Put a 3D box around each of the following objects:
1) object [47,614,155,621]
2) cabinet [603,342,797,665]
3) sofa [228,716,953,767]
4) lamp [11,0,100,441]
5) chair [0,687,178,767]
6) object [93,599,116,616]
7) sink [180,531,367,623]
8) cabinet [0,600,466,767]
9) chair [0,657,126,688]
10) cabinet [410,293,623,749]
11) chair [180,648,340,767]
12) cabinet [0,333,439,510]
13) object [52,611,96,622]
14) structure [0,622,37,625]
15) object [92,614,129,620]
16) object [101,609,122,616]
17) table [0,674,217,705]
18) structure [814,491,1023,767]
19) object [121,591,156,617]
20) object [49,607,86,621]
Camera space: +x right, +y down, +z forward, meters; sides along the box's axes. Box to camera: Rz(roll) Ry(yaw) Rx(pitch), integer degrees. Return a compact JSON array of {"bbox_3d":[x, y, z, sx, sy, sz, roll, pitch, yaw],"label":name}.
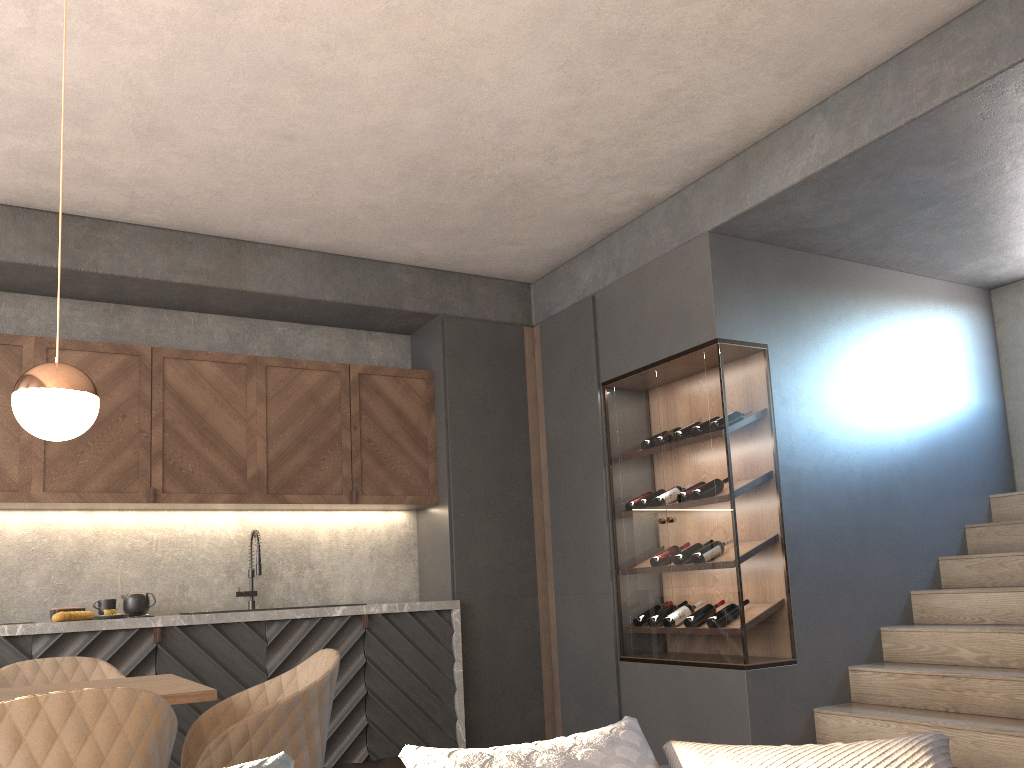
[{"bbox_3d":[-2.127,1.201,4.539,0.491,0.039,0.288,6,-16,-34],"label":"object"},{"bbox_3d":[0.976,0.688,4.826,0.337,1.563,1.012,2,-11,-30],"label":"cabinet"},{"bbox_3d":[0.492,0.700,0.487,2.028,0.773,2.951,4,-15,-30],"label":"sofa"},{"bbox_3d":[-1.420,-0.581,2.780,0.240,1.523,0.240,-9,-10,35],"label":"lamp"},{"bbox_3d":[-1.044,1.105,2.001,0.557,0.825,0.516,4,-12,-35],"label":"chair"},{"bbox_3d":[-2.151,1.192,4.678,0.090,0.102,0.114,-3,-11,2],"label":"object"},{"bbox_3d":[-1.379,1.101,5.084,0.964,0.539,0.467,4,-12,-30],"label":"sink"},{"bbox_3d":[-1.907,1.700,4.624,3.399,0.937,0.608,5,-12,-30],"label":"cabinet"},{"bbox_3d":[-1.554,1.364,2.997,0.556,0.825,0.517,3,-11,-30],"label":"chair"},{"bbox_3d":[0.184,0.917,5.627,1.189,2.717,1.218,2,-10,-30],"label":"cabinet"},{"bbox_3d":[-0.801,1.269,2.755,0.511,0.825,0.563,2,-11,-25],"label":"chair"},{"bbox_3d":[-2.040,0.255,4.935,3.399,0.854,0.374,5,-11,-30],"label":"cabinet"},{"bbox_3d":[-2.213,1.178,4.476,0.071,0.054,0.306,-5,-13,10],"label":"object"},{"bbox_3d":[-2.659,1.185,4.290,0.611,0.017,0.511,5,-15,-29],"label":"structure"},{"bbox_3d":[-2.059,1.197,4.532,0.170,0.020,0.173,-2,-13,-4],"label":"object"},{"bbox_3d":[-2.060,1.179,4.534,0.120,0.045,0.118,3,-14,-24],"label":"object"},{"bbox_3d":[-1.610,1.241,2.317,1.469,0.758,0.779,4,-13,-30],"label":"table"},{"bbox_3d":[2.585,1.140,4.207,2.264,1.403,1.527,4,-13,-30],"label":"structure"},{"bbox_3d":[-2.017,1.186,4.754,0.153,0.135,0.137,-10,-13,32],"label":"object"},{"bbox_3d":[-2.311,1.196,4.590,0.158,0.067,0.117,9,-17,-44],"label":"object"}]
